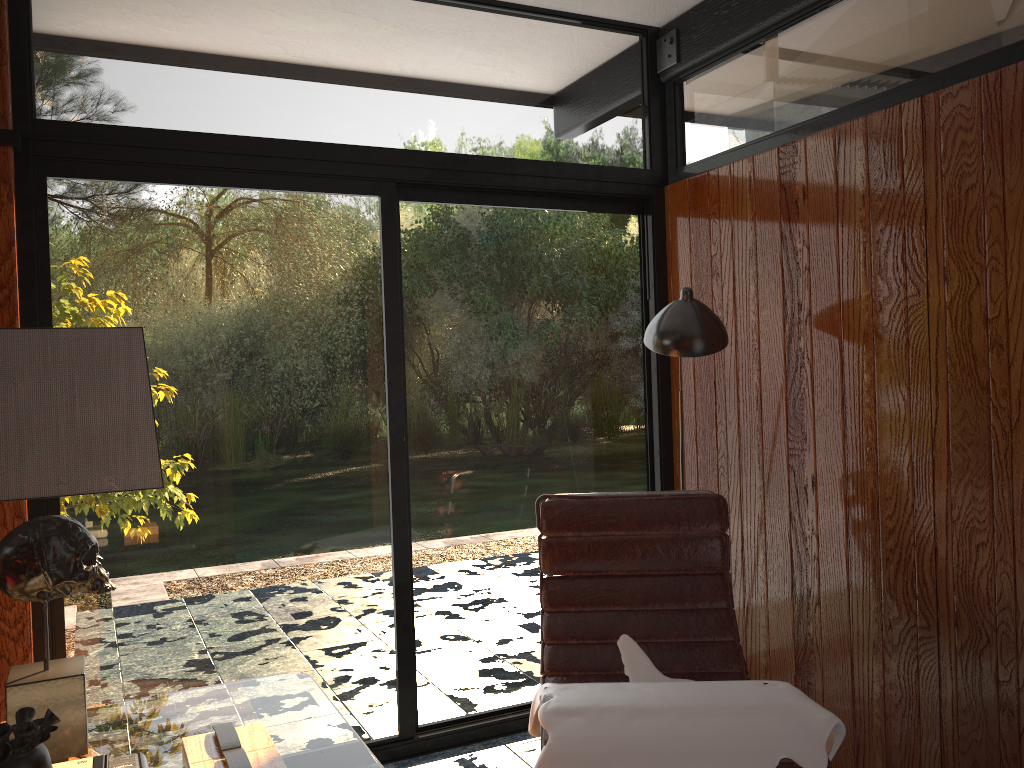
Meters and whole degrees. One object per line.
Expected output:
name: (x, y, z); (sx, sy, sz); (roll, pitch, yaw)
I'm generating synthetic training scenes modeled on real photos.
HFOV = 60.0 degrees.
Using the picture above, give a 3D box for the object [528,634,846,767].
object: (0.389, 0.922, 2.030); (0.713, 0.489, 0.897); (-2, 1, 32)

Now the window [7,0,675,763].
window: (-0.371, -0.043, 2.994); (2.260, 2.580, 0.085); (-2, 1, -26)

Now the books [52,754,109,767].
books: (-0.659, 0.585, 1.208); (0.198, 0.029, 0.249); (-2, 1, -24)

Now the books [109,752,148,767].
books: (-0.641, 0.619, 1.212); (0.286, 0.040, 0.366); (-2, 1, -26)

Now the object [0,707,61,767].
object: (-0.679, 0.515, 1.210); (0.118, 0.114, 0.121); (-2, 1, -32)

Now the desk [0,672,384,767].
desk: (-0.547, 0.955, 0.845); (1.150, 0.632, 1.900); (-2, 1, -26)

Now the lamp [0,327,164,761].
lamp: (-0.795, 0.274, 1.574); (0.316, 0.732, 0.316); (-2, 1, -26)

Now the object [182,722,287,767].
object: (-0.448, 0.605, 1.427); (0.135, 0.049, 0.238); (-2, 1, -26)

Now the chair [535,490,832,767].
chair: (0.363, 0.786, 2.163); (0.593, 0.886, 1.298); (-2, 1, 2)

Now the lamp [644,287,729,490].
lamp: (0.501, 0.460, 2.881); (0.410, 1.514, 0.595); (-2, 1, -17)
